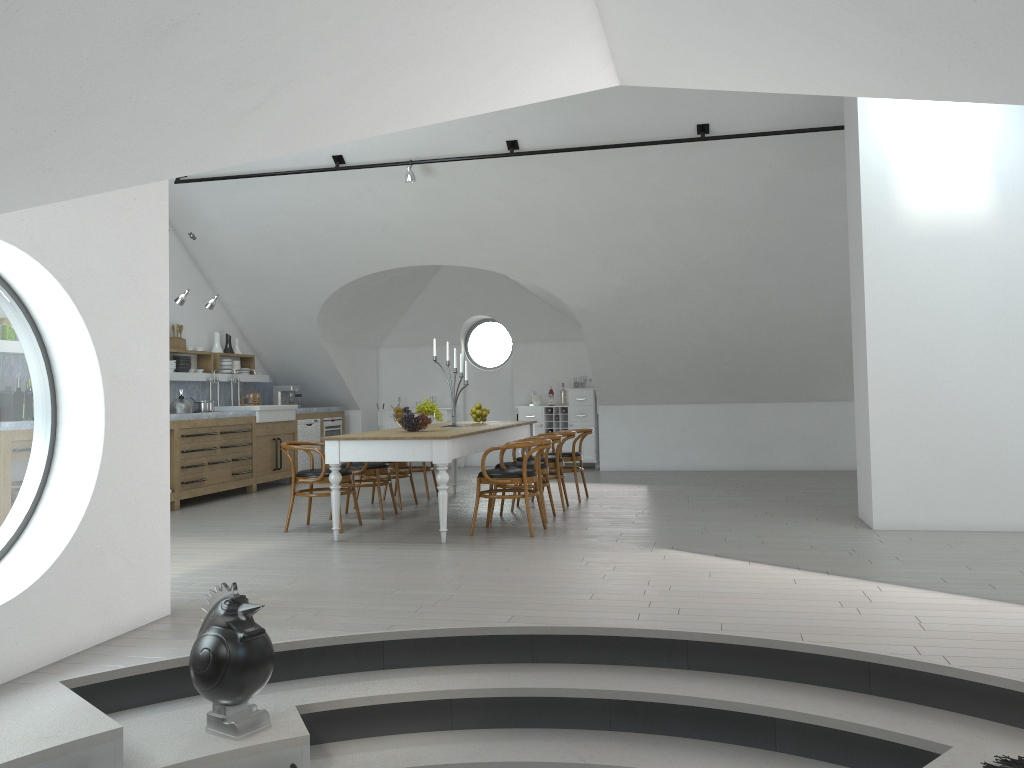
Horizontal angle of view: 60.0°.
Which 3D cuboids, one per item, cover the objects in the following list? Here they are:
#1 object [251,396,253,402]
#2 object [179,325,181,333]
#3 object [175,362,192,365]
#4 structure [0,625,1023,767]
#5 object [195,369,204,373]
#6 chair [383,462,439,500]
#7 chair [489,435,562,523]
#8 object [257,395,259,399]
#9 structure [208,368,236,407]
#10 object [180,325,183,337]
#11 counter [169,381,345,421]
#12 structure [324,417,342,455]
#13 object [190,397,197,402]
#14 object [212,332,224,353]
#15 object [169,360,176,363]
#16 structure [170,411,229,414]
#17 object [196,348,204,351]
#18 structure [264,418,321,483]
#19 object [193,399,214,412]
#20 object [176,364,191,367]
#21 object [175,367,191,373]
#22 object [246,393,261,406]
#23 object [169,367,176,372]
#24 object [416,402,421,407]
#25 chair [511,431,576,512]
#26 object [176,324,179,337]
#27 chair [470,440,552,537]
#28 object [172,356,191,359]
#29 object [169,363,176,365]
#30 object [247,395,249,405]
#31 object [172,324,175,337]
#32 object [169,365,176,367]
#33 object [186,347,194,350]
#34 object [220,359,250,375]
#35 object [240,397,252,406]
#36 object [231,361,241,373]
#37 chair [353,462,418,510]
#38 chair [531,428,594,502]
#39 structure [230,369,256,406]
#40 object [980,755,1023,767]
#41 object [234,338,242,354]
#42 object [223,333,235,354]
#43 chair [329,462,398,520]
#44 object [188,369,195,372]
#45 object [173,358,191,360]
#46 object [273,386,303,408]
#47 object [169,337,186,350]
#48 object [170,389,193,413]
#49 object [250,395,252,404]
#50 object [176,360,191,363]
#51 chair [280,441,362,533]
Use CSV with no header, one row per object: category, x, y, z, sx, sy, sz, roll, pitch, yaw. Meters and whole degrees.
object,-3.489,0.248,11.858,0.044,0.179,0.019,-1,-2,-3
object,-3.938,-0.552,10.544,0.030,0.294,0.057,-2,-2,13
object,-3.891,-0.220,10.467,0.205,0.086,0.205,-1,-1,-35
structure,0.000,1.470,1.931,4.709,0.694,4.705,-1,-1,-32
object,-3.828,-0.153,10.861,0.098,0.049,0.098,-1,-1,10
chair,-1.144,0.866,9.596,0.621,0.736,0.527,-1,-2,9
chair,0.139,0.820,7.769,0.621,0.736,0.527,-2,-2,13
object,-3.460,0.238,12.052,0.040,0.192,0.042,0,-3,-27
structure,-3.549,0.076,10.908,0.332,0.530,0.214,-1,-2,-7
object,-3.929,-0.553,10.504,0.039,0.298,0.067,-2,-2,13
counter,-3.626,0.076,10.060,0.961,0.620,6.571,-1,-1,13
structure,-2.823,0.798,12.658,0.630,0.637,0.632,-2,-2,13
object,-3.527,0.225,9.982,0.236,0.167,0.051,-1,-2,8
object,-3.745,-0.525,11.261,0.156,0.268,0.156,-1,-2,1
object,-3.959,-0.238,10.194,0.181,0.076,0.181,0,-1,-40
structure,-3.610,0.337,9.786,0.647,0.041,0.737,-1,-1,13
object,-3.832,-0.421,10.879,0.098,0.049,0.098,-1,-1,10
structure,-2.992,0.889,11.918,0.598,0.824,0.723,-2,-2,13
object,-3.476,0.251,10.051,0.232,0.170,0.394,-1,-1,-7
object,-3.897,-0.192,10.464,0.205,0.086,0.205,0,-1,-40
object,-3.896,-0.166,10.464,0.205,0.072,0.205,-1,-1,0
object,-3.506,0.231,12.028,0.104,0.223,0.200,-2,-2,13
object,-3.959,-0.163,10.188,0.181,0.064,0.181,-2,-1,35
object,-1.393,0.319,13.192,0.082,0.105,0.081,-2,-2,26
chair,0.315,0.824,8.474,0.621,0.736,0.527,-1,-2,8
object,-3.940,-0.554,10.442,0.019,0.299,0.057,-2,-2,13
chair,0.017,0.815,7.051,0.621,0.736,0.527,-2,-2,16
object,-3.903,-0.295,10.474,0.205,0.080,0.205,-1,-1,15
object,-3.959,-0.209,10.192,0.181,0.069,0.181,-2,-1,30
object,-3.519,0.239,11.832,0.019,0.196,0.022,-1,-2,1
object,-3.967,-0.554,10.413,0.040,0.300,0.061,-2,-2,10
object,-3.959,-0.186,10.188,0.181,0.065,0.181,0,-1,-40
object,-3.880,-0.422,10.670,0.098,0.049,0.098,-1,-1,10
object,-3.644,-0.218,11.582,0.198,0.196,0.656,-2,-1,12
object,-3.544,0.255,11.808,0.100,0.171,0.173,-2,-2,14
object,-3.621,-0.221,11.577,0.154,0.160,0.158,-2,-2,41
chair,-1.313,0.862,8.893,0.621,0.736,0.527,-2,-2,16
chair,0.542,0.827,9.164,0.621,0.736,0.527,-2,-2,16
structure,-3.441,0.079,11.384,0.332,0.530,0.214,-1,-2,-7
object,1.718,1.254,2.770,0.218,0.082,0.472,-1,-1,-25
object,-3.643,-0.497,11.737,0.156,0.219,0.156,-1,-2,-6
object,-3.684,-0.523,11.517,0.156,0.268,0.156,-2,-2,17
chair,-1.416,0.856,8.170,0.621,0.736,0.527,-1,-2,9
object,-3.871,-0.154,10.674,0.098,0.049,0.098,-1,-1,10
object,-3.900,-0.267,10.474,0.205,0.084,0.205,-2,-1,40
object,-3.096,0.184,12.406,0.386,0.321,0.324,-1,-2,13
object,-3.956,-0.475,10.407,0.084,0.158,0.353,-2,-1,13
object,-3.578,0.183,9.586,0.246,0.268,0.246,-2,-2,23
object,-3.485,0.236,11.845,0.040,0.192,0.042,1,-3,-41
object,-3.897,-0.242,10.469,0.205,0.072,0.205,-1,-1,0
chair,-1.635,0.853,7.477,0.621,0.736,0.527,-2,-2,13
